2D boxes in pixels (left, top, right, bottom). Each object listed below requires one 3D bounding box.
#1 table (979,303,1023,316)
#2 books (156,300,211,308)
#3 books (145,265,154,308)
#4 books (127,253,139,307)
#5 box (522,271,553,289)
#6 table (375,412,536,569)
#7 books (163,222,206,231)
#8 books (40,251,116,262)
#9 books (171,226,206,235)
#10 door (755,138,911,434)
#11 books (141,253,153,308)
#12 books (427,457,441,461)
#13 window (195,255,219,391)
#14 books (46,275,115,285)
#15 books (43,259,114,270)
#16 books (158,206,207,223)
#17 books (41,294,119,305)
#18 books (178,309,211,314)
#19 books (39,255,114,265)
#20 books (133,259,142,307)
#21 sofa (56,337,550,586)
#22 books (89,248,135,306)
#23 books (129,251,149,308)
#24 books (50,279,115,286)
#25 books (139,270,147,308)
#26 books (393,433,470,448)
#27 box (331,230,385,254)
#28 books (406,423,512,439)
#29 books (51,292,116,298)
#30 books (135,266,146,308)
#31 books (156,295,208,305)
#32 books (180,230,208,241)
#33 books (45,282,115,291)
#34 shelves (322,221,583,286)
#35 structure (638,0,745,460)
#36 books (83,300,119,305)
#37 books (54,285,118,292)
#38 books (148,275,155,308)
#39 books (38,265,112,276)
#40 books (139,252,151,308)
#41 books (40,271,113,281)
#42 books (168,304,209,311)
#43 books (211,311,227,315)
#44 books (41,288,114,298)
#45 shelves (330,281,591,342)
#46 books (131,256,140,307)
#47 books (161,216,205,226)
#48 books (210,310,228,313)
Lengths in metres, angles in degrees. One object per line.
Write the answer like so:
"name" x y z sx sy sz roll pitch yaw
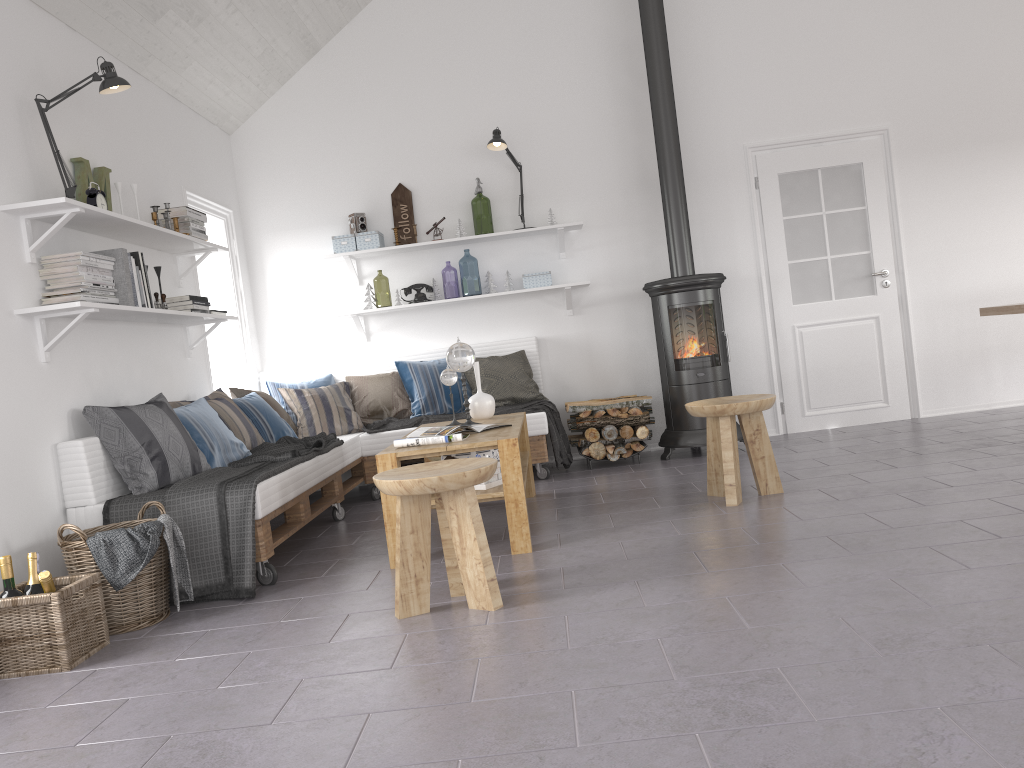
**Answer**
"table" 3.889 -0.191 4.631 2.300 0.749 1.001 -7 2 2
"books" -1.804 -0.429 4.862 0.212 0.023 0.258 -7 2 2
"books" -1.817 -0.450 4.241 0.171 0.219 0.047 -7 2 2
"books" -1.830 -0.461 4.066 0.193 0.257 0.046 -7 2 2
"box" 0.179 -0.725 6.259 0.202 0.110 0.137 -7 2 2
"table" -0.216 0.469 4.430 0.607 0.485 1.457 -7 2 2
"books" -1.856 -0.881 5.030 0.161 0.026 0.223 -7 2 2
"books" -1.872 -0.540 3.835 0.182 0.016 0.288 -7 2 2
"books" -1.850 -0.856 5.014 0.152 0.024 0.238 -7 2 2
"door" 2.281 -0.684 6.320 0.902 2.013 0.101 -7 2 2
"books" -1.834 -0.474 4.215 0.210 0.274 0.048 -7 2 2
"books" -0.206 0.390 4.685 0.301 0.079 0.445 -5 3 42
"window" -2.137 -0.292 5.866 0.052 1.655 0.685 -7 2 2
"books" -1.873 -0.444 3.859 0.167 0.017 0.263 -7 2 2
"books" -1.879 -0.505 3.844 0.174 0.021 0.273 -7 2 2
"books" -1.864 -0.947 5.013 0.176 0.053 0.290 -7 2 2
"books" -1.862 -0.357 3.833 0.176 0.025 0.331 -7 2 2
"books" -1.796 -0.380 4.864 0.191 0.032 0.258 -7 2 4
"books" -1.881 -0.524 3.842 0.182 0.016 0.288 -7 2 2
"books" -1.834 -0.451 4.108 0.200 0.236 0.031 -7 2 2
"sofa" -0.807 0.304 5.037 2.017 0.932 2.855 -7 2 2
"books" -1.835 -0.466 4.018 0.200 0.271 0.050 -7 2 2
"books" -1.831 -0.473 4.173 0.200 0.274 0.038 -7 2 2
"books" -1.863 -0.430 3.852 0.161 0.012 0.254 -7 2 2
"books" -1.792 -0.433 4.162 0.125 0.185 0.042 -7 2 2
"books" -0.353 0.242 3.945 0.300 0.043 0.229 -7 2 6
"box" -1.087 -0.993 6.320 0.332 0.131 0.242 -7 2 2
"books" -0.257 0.212 4.237 0.422 0.049 0.300 -9 3 -43
"books" -1.863 -0.376 3.859 0.161 0.013 0.254 -7 2 2
"books" -1.798 -0.440 4.138 0.141 0.203 0.044 -7 2 2
"books" -1.804 -0.454 4.852 0.190 0.028 0.239 -7 2 4
"books" -1.844 -0.828 5.010 0.172 0.032 0.239 -7 2 2
"books" -1.868 -0.416 3.842 0.159 0.012 0.285 -7 2 2
"shelves" -0.397 -0.905 6.259 1.820 0.212 0.269 -7 2 2
"structure" 0.969 -1.960 5.937 0.643 4.887 0.626 -8 2 -22
"books" -1.849 -0.339 3.845 0.159 0.012 0.285 -7 2 2
"books" -1.858 -0.406 3.864 0.161 0.013 0.256 -7 2 2
"books" -1.813 -0.435 4.268 0.152 0.185 0.045 -7 2 2
"books" -1.892 -0.480 3.845 0.180 0.028 0.296 -7 2 2
"books" -1.833 -0.473 4.191 0.200 0.272 0.054 -7 2 2
"books" -1.890 -0.458 3.850 0.182 0.016 0.288 -7 2 2
"books" -1.793 -0.407 4.854 0.191 0.023 0.242 -7 2 0
"books" -1.784 -0.396 5.132 0.187 0.014 0.248 -7 2 0
"books" -1.880 -0.387 3.842 0.182 0.016 0.288 -7 2 2
"shelves" -0.346 -0.498 6.275 1.820 0.212 0.269 -7 2 2
"books" -1.834 -0.454 4.091 0.205 0.243 0.019 -7 2 2
"books" -1.855 -0.907 5.003 0.161 0.027 0.223 -7 2 2
"books" -1.792 -0.408 5.135 0.202 0.012 0.251 -7 2 4
